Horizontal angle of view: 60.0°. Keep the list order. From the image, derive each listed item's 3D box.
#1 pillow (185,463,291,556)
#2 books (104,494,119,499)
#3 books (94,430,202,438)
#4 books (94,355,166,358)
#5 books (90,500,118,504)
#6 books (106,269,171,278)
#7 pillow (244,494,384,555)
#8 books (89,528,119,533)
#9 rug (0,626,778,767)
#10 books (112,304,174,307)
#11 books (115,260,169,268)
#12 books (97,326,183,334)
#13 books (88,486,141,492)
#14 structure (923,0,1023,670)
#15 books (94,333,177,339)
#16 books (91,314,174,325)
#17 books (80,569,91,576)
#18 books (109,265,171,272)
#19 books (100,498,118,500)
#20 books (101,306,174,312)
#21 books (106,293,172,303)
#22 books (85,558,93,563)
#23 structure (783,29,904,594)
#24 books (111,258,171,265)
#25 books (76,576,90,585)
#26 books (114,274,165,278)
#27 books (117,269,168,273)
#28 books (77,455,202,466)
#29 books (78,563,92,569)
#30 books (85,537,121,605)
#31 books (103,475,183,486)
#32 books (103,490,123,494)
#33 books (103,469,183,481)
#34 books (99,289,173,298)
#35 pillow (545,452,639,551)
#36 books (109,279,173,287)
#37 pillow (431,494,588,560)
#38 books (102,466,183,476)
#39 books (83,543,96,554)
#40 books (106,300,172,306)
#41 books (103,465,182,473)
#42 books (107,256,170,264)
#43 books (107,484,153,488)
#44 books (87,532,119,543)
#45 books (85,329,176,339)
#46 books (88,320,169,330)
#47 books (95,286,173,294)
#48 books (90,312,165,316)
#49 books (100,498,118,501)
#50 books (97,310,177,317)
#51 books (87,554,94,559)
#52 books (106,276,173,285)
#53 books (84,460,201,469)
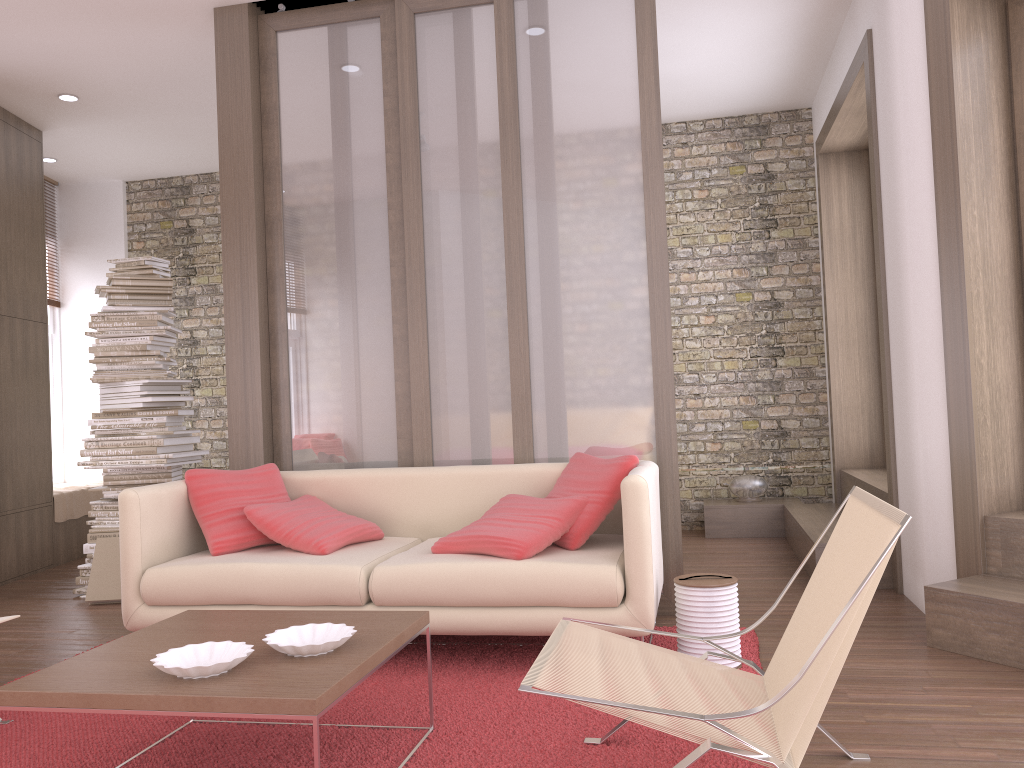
[{"bbox_3d":[-1.230,0.571,4.108,0.498,0.377,0.379,-1,-2,-43],"label":"pillow"},{"bbox_3d":[-2.295,0.679,5.543,0.396,0.024,0.310,-2,-2,-8],"label":"books"},{"bbox_3d":[-2.297,0.313,5.609,0.542,0.020,0.320,-3,-2,12],"label":"books"},{"bbox_3d":[-2.398,-0.166,5.602,0.395,0.009,0.233,-2,-2,-13],"label":"books"},{"bbox_3d":[-2.345,0.724,5.546,0.422,0.016,0.330,-3,-2,17],"label":"books"},{"bbox_3d":[-2.371,-0.691,5.636,0.327,0.023,0.198,-3,-2,12],"label":"books"},{"bbox_3d":[-0.897,0.637,4.034,0.467,0.224,0.507,-3,-2,24],"label":"pillow"},{"bbox_3d":[-2.327,0.882,5.521,0.450,0.022,0.364,-2,-2,-3],"label":"books"},{"bbox_3d":[-0.721,1.117,2.559,2.938,0.016,3.344,-3,-2,12],"label":"rug"},{"bbox_3d":[-2.347,-0.483,5.616,0.351,0.010,0.284,-2,-2,-28],"label":"books"},{"bbox_3d":[-2.348,-0.747,5.634,0.260,0.029,0.193,-3,-2,27],"label":"books"},{"bbox_3d":[-2.352,-0.337,5.623,0.434,0.019,0.324,-2,-2,-8],"label":"books"},{"bbox_3d":[-2.343,0.641,5.545,0.488,0.018,0.296,-2,-2,-8],"label":"books"},{"bbox_3d":[2.385,-0.445,2.975,0.845,2.881,2.039,-2,-2,-28],"label":"structure"},{"bbox_3d":[-2.361,-0.297,5.589,0.416,0.012,0.324,-2,-2,-8],"label":"books"},{"bbox_3d":[-2.398,-0.400,5.626,0.416,0.035,0.323,-2,-2,-8],"label":"books"},{"bbox_3d":[-2.298,1.129,5.497,0.542,0.046,0.421,-3,-2,12],"label":"books"},{"bbox_3d":[-2.361,-0.723,5.632,0.303,0.015,0.202,-3,-2,12],"label":"books"},{"bbox_3d":[-2.301,0.694,5.536,0.413,0.006,0.322,-2,-2,-8],"label":"books"},{"bbox_3d":[-2.374,-0.463,5.611,0.404,0.026,0.266,-2,-2,-28],"label":"books"},{"bbox_3d":[-2.375,-0.541,5.645,0.371,0.036,0.211,-2,-2,-28],"label":"books"},{"bbox_3d":[-2.322,1.053,5.490,0.469,0.028,0.368,-2,-2,-3],"label":"books"},{"bbox_3d":[2.121,-0.363,5.495,0.808,2.881,2.039,-3,-2,12],"label":"structure"},{"bbox_3d":[-2.351,-0.767,5.624,0.277,0.008,0.216,-3,-2,12],"label":"books"},{"bbox_3d":[-2.324,1.177,5.475,0.522,0.046,0.410,-3,-2,12],"label":"books"},{"bbox_3d":[-2.354,-0.668,5.628,0.272,0.023,0.201,-2,-2,-8],"label":"books"},{"bbox_3d":[-2.344,-0.710,5.637,0.258,0.010,0.183,-2,-2,-3],"label":"books"},{"bbox_3d":[-2.339,0.483,5.596,0.612,0.028,0.399,-3,-2,12],"label":"books"},{"bbox_3d":[-2.323,1.096,5.478,0.510,0.020,0.399,-3,-2,12],"label":"books"},{"bbox_3d":[-2.334,1.085,5.179,0.218,0.363,0.246,-2,-2,-3],"label":"books"},{"bbox_3d":[-2.298,0.600,5.546,0.396,0.024,0.310,-2,-2,-8],"label":"books"},{"bbox_3d":[-2.301,0.657,5.549,0.405,0.018,0.300,-2,-2,-8],"label":"books"},{"bbox_3d":[-2.299,0.571,5.546,0.396,0.033,0.310,-2,-2,-8],"label":"books"},{"bbox_3d":[-2.383,-0.570,5.616,0.412,0.019,0.259,-2,-2,-28],"label":"books"},{"bbox_3d":[0.268,0.497,3.839,0.379,0.377,0.498,-2,-2,-28],"label":"pillow"},{"bbox_3d":[-2.355,-0.622,5.624,0.351,0.036,0.275,-2,-2,-28],"label":"books"},{"bbox_3d":[-0.001,0.588,3.670,0.507,0.224,0.467,-4,-2,39],"label":"pillow"},{"bbox_3d":[-2.306,0.544,5.552,0.405,0.018,0.300,-2,-2,-8],"label":"books"},{"bbox_3d":[-2.330,0.981,5.478,0.469,0.057,0.364,-2,-2,-3],"label":"books"},{"bbox_3d":[-2.373,-0.503,5.644,0.371,0.036,0.211,-2,-2,-28],"label":"books"},{"bbox_3d":[-2.301,0.522,5.548,0.396,0.024,0.310,-2,-2,-8],"label":"books"},{"bbox_3d":[-2.368,-0.778,5.634,0.313,0.014,0.204,-3,-2,12],"label":"books"},{"bbox_3d":[-2.294,0.626,5.564,0.385,0.008,0.274,-2,-2,-8],"label":"books"},{"bbox_3d":[-2.293,0.921,5.493,0.518,0.057,0.341,-2,-2,-3],"label":"books"},{"bbox_3d":[-2.401,-0.313,5.609,0.470,0.022,0.306,-2,-2,-8],"label":"books"},{"bbox_3d":[-2.411,-0.364,5.603,0.401,0.035,0.315,-2,-2,-8],"label":"books"},{"bbox_3d":[-2.397,-0.591,5.616,0.435,0.019,0.248,-2,-2,-28],"label":"books"},{"bbox_3d":[-2.411,-0.426,5.606,0.392,0.015,0.306,-2,-2,-8],"label":"books"},{"bbox_3d":[-2.297,0.706,5.553,0.448,0.016,0.264,-3,-2,17],"label":"books"},{"bbox_3d":[-2.373,-0.442,5.632,0.416,0.015,0.245,-2,-2,-8],"label":"books"},{"bbox_3d":[-2.317,1.022,5.456,0.442,0.025,0.346,-2,-2,-3],"label":"books"},{"bbox_3d":[-2.360,-0.649,5.616,0.366,0.012,0.287,-2,-2,-28],"label":"books"},{"bbox_3d":[-2.299,0.503,5.554,0.542,0.016,0.423,-3,-2,12],"label":"books"}]
